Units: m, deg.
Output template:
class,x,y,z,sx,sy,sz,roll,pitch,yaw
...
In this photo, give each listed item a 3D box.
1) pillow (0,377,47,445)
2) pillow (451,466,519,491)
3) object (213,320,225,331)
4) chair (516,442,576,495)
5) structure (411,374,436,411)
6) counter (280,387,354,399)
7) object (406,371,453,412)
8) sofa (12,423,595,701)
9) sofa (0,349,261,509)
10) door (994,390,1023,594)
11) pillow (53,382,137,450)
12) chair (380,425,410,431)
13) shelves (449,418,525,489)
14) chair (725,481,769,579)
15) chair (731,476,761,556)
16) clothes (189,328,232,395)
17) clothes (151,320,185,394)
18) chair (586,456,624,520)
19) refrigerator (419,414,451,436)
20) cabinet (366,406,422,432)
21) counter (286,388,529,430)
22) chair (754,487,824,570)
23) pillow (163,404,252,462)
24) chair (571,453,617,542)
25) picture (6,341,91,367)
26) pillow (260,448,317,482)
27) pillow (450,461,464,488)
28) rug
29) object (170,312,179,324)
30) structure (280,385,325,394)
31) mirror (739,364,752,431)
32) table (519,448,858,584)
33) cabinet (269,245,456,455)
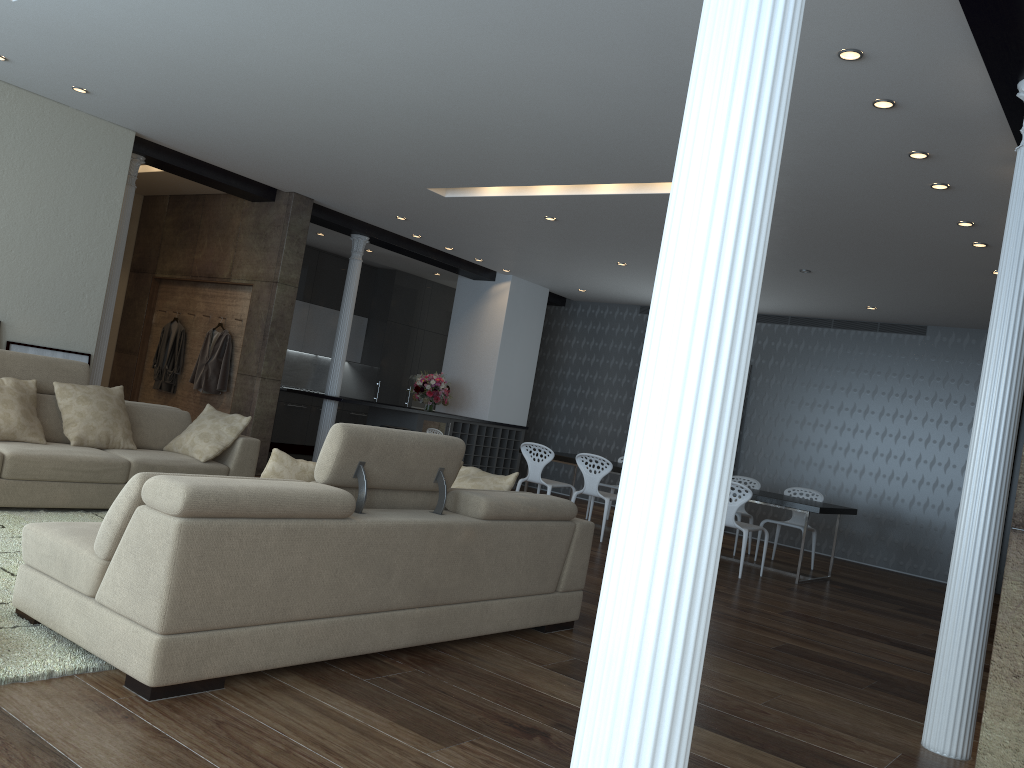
class,x,y,z,sx,sy,sz,roll,pitch,yaw
pillow,-3.237,0.147,5.624,0.368,0.416,0.519,9,-2,33
pillow,-0.272,0.648,5.080,0.518,0.393,0.395,8,-2,41
object,-3.236,-0.635,9.827,0.430,0.219,0.010,8,-2,37
chair,0.332,1.056,9.393,0.495,0.835,0.581,8,-2,37
structure,-1.616,0.139,14.749,0.591,0.596,0.595,8,-2,37
counter,-3.520,0.115,12.460,0.807,0.223,3.597,8,-2,37
object,-1.081,0.092,11.919,0.570,0.552,0.544,8,-3,43
sofa,-0.714,0.650,4.134,1.021,0.950,2.581,8,-2,37
sofa,-3.037,0.312,5.914,1.021,0.950,2.581,8,-2,37
door,6.071,1.052,9.879,1.000,2.814,0.246,8,-2,37
pillow,-2.876,0.215,6.129,0.301,0.439,0.534,8,-2,34
chair,0.620,1.267,8.226,21.556,0.952,16.134,8,-2,37
shelves,-0.732,0.952,12.701,0.900,0.897,1.700,8,-2,37
chair,2.019,1.303,8.108,0.495,0.835,0.581,8,-2,37
chair,2.411,1.425,9.805,0.495,0.835,0.581,8,-2,37
clothes,-3.318,-0.256,9.809,0.700,0.735,0.173,8,-2,36
clothes,-4.025,-0.332,10.359,0.569,0.855,0.141,8,-2,38
chair,1.303,1.264,10.654,0.495,0.835,0.581,8,-2,37
refrigerator,-1.057,0.797,11.533,0.075,0.774,0.578,8,-2,41
cabinet,-1.425,0.803,11.769,0.900,0.897,0.642,8,-2,37
counter,-1.245,0.363,11.920,1.000,0.040,3.700,8,-2,37
chair,2.964,1.506,9.380,0.495,0.835,0.581,8,-2,37
pillow,-2.242,0.361,6.590,0.518,0.393,0.395,8,-2,34
chair,0.882,1.137,8.965,0.495,0.835,0.581,8,-2,37
picture,-3.912,0.190,7.421,0.195,0.988,0.700,8,-2,37
pillow,-0.912,0.486,3.842,0.368,0.416,0.519,8,-2,42
pillow,-0.531,0.557,4.332,0.301,0.439,0.534,8,-2,41
rug,-2.083,0.903,4.570,2.972,0.020,4.231,8,-2,37
object,-3.940,-0.737,10.382,0.430,0.219,0.010,8,-2,37
structure,-3.112,0.089,12.918,0.520,0.066,0.900,8,-2,37
mirror,2.529,0.788,12.267,1.200,2.294,0.240,8,-2,37
table,1.718,1.347,9.447,3.400,0.733,1.200,8,-2,37
cabinet,-2.267,-0.332,13.994,0.827,2.980,7.409,8,-2,37
